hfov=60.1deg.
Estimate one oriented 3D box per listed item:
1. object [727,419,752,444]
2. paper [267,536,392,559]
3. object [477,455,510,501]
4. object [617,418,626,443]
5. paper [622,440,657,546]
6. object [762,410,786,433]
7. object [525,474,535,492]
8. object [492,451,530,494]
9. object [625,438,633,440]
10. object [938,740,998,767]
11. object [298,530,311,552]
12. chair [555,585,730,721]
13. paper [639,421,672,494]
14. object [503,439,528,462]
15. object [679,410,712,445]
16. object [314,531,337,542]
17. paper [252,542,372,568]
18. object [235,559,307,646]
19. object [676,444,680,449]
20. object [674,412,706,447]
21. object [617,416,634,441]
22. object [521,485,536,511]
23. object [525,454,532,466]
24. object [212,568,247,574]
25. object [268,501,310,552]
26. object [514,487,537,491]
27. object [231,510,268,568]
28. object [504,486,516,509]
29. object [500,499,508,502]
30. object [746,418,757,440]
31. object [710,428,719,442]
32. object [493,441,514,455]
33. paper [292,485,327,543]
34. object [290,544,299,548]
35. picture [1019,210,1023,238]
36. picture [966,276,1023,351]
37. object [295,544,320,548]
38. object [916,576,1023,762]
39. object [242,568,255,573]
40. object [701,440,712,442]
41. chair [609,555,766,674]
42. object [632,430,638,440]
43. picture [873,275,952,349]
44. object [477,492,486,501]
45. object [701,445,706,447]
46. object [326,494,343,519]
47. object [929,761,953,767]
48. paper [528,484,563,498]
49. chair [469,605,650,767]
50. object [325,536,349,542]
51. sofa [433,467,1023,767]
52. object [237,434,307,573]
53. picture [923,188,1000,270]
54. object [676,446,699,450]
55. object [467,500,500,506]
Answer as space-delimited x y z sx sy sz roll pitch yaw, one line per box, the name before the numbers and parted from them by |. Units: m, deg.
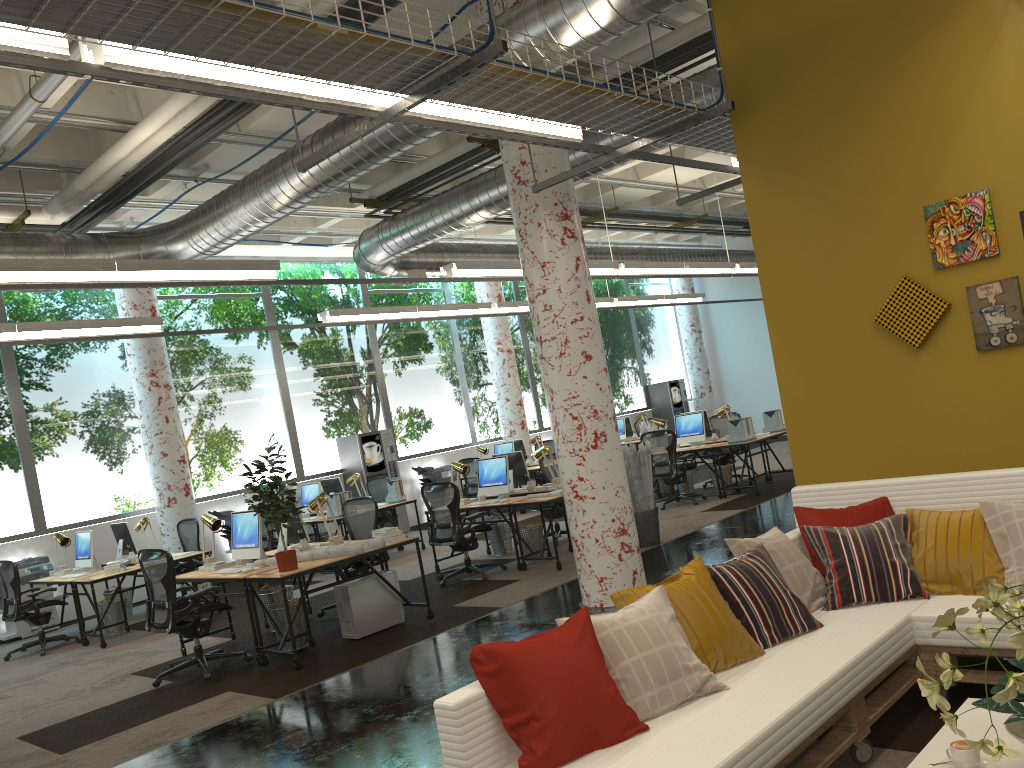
object | 3.067 0.644 12.023 0.282 0.302 0.149 -11 0 44
paper | -1.563 1.401 7.424 1.136 0.082 0.083 -11 -1 9
object | -0.189 1.068 9.997 0.486 0.485 0.189 -11 0 44
object | 2.100 0.951 17.771 0.486 0.485 0.189 -11 0 44
paper | 1.333 1.145 9.534 0.442 1.199 0.411 -10 1 22
object | 3.755 0.546 12.751 0.282 0.302 0.149 -11 0 44
object | 0.209 1.147 10.284 0.101 0.209 0.101 -10 0 -1
object | -0.015 1.058 10.560 0.486 0.485 0.189 -11 0 44
object | 2.486 1.145 18.479 0.441 0.017 0.118 -12 -3 44
object | 1.343 1.106 2.618 0.160 0.090 0.161 -10 -2 -22
object | -1.880 1.418 7.981 0.101 0.209 0.101 -10 0 -1
chair | 0.493 1.033 3.358 0.523 0.401 0.333 -10 -1 -27
paper | 2.308 1.143 14.083 0.442 1.199 0.411 -10 1 22
object | 0.063 1.255 15.995 0.486 0.485 0.189 -11 0 44
object | 2.765 0.658 13.356 0.486 0.485 0.189 -11 0 44
object | -2.778 2.434 13.335 0.352 0.435 0.369 -10 0 -11
paper | -1.677 1.417 7.304 1.137 0.082 0.082 -11 -1 19
object | -2.102 1.817 7.745 0.852 0.933 0.104 -11 0 39
object | 2.417 0.851 13.074 0.101 0.209 0.101 -10 0 -1
object | 2.591 0.668 12.794 0.486 0.485 0.189 -11 0 44
object | 2.274 0.941 18.333 0.486 0.485 0.189 -11 0 44
object | -0.915 2.133 14.330 3.394 0.437 0.368 -9 -1 -37
object | 0.287 1.344 15.719 0.101 0.209 0.101 -10 0 -1
object | -2.406 1.594 7.556 0.441 0.017 0.118 -12 -3 44
object | -2.104 1.329 8.257 0.486 0.485 0.189 -11 0 44
object | 0.197 1.262 10.705 0.441 0.017 0.118 -12 -3 44
object | -2.278 1.339 7.695 0.486 0.485 0.189 -11 0 44
object | -0.062 2.048 16.204 0.360 0.435 0.351 -11 0 40
object | -0.089 1.266 9.626 0.060 0.029 0.106 -12 -3 45
object | 3.167 0.630 12.130 0.282 0.302 0.149 -11 0 44
object | 2.989 0.747 13.080 0.101 0.209 0.101 -10 0 -1
object | -0.111 1.265 15.433 0.486 0.485 0.189 -11 0 44
paper | -3.108 2.126 13.851 0.442 1.199 0.411 -10 1 22
object | -2.121 1.577 8.635 0.060 0.029 0.106 -12 -3 45
picture | 2.955 -0.643 4.381 0.709 0.633 0.018 -11 0 44
picture | 2.603 -0.374 4.752 0.253 0.356 0.027 -11 0 44
object | -1.892 1.533 8.402 0.441 0.017 0.118 -12 -3 44
object | 1.469 0.808 2.413 0.785 0.616 0.419 -10 0 -34
object | -2.179 1.537 7.323 0.060 0.029 0.106 -12 -3 45
object | 2.976 0.862 13.502 0.441 0.017 0.118 -12 -3 44
chair | 0.728 0.983 3.653 0.544 0.438 0.317 -10 -1 -34
object | 2.498 1.030 18.058 0.101 0.209 0.101 -10 0 -1
picture | 2.273 -0.410 5.040 0.426 0.425 0.047 -11 0 44
object | -0.363 1.251 10.277 0.101 0.209 0.101 -10 0 -1
object | 2.690 0.866 12.422 0.060 0.029 0.106 -12 -3 45
object | -2.349 1.626 11.792 0.282 0.302 0.149 -11 0 44
object | 1.319 1.139 2.671 0.132 0.011 0.028 -10 -2 -1
paper | 0.528 1.142 9.545 0.570 0.061 0.623 -12 -3 41
chair | 0.151 1.062 3.064 0.532 0.445 0.302 -10 0 -30
object | -2.429 2.333 12.375 0.360 0.435 0.351 -11 0 40
sofa | 1.454 1.007 3.290 2.028 0.931 2.842 -12 -2 44
object | -1.869 0.934 6.928 0.516 1.078 0.436 -10 0 34
picture | 2.442 -0.838 4.817 0.332 0.356 0.027 -11 0 44
object | 2.463 0.923 12.655 0.441 0.017 0.118 -12 -3 44
object | -0.316 1.323 9.858 0.441 0.017 0.118 -12 -3 44
